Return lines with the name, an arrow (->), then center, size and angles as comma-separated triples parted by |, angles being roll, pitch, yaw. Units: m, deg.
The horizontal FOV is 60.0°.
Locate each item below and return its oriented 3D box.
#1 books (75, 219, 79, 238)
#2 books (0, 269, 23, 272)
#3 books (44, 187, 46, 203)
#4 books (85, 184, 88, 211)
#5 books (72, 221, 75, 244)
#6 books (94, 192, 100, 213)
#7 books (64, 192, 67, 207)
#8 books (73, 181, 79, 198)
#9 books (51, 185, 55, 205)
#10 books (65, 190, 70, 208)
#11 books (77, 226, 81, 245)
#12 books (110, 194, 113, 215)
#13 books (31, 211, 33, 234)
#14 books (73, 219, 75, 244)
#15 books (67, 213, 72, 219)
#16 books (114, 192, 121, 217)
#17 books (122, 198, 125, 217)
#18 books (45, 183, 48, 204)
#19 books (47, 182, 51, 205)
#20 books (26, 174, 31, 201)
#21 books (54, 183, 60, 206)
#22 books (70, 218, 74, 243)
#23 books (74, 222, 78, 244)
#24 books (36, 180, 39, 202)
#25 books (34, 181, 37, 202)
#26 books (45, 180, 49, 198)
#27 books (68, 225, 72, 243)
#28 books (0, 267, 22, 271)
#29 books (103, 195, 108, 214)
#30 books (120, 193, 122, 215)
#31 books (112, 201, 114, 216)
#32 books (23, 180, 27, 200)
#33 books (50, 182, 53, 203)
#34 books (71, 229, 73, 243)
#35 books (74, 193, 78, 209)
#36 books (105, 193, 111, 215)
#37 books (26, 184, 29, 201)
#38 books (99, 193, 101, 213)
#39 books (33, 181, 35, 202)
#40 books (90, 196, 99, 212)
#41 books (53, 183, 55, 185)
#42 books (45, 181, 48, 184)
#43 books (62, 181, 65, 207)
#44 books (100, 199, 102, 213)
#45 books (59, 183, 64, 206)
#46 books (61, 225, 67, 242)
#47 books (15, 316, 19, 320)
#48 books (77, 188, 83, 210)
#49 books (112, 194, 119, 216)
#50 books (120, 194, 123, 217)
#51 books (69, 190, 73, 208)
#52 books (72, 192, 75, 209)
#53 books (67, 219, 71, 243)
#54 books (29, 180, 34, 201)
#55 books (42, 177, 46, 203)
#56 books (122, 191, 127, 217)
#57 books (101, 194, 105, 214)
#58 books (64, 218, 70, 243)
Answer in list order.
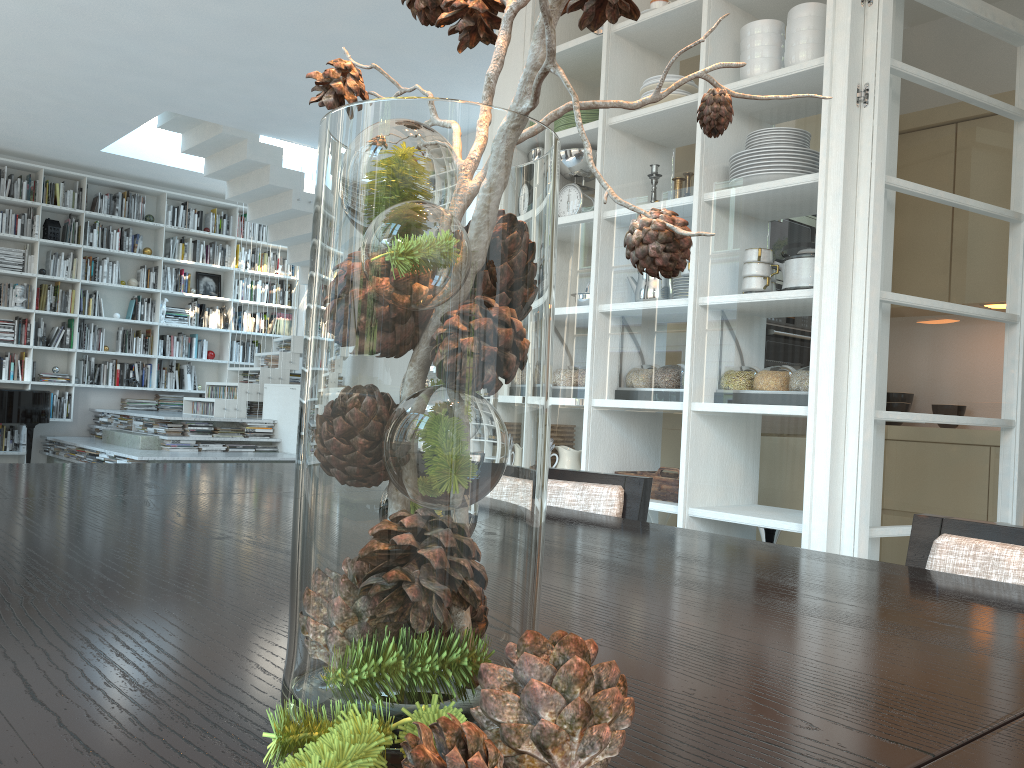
books -> -4.689, -1.619, 9.531 | 0.005, 0.292, 0.130 | 4, -1, -41
books -> -5.185, -1.161, 9.098 | 0.161, 0.012, 0.254 | 1, -2, 45
books -> -4.923, -1.955, 9.305 | 0.015, 0.192, 0.160 | 4, -1, -41
books -> -4.606, -1.987, 9.553 | 0.019, 0.304, 0.176 | 4, -1, -41
books -> -4.711, -1.603, 9.485 | 0.005, 0.255, 0.158 | 4, -1, -41
books -> -4.518, -1.949, 9.645 | 0.009, 0.244, 0.173 | 4, -1, -41
books -> -4.766, -1.937, 9.423 | 0.022, 0.180, 0.173 | 4, -1, -41
books -> -4.690, -2.005, 9.523 | 0.012, 0.329, 0.128 | 4, -1, -41
books -> -4.852, -1.970, 9.342 | 0.015, 0.233, 0.171 | 4, -1, -41
books -> -4.749, -1.946, 9.439 | 0.024, 0.201, 0.180 | 4, -1, -41
books -> -4.663, -1.579, 9.509 | 0.008, 0.213, 0.223 | 4, -2, -41
books -> -4.428, -1.948, 9.737 | 0.021, 0.256, 0.168 | 4, -1, -41
books -> -5.025, -1.647, 9.244 | 0.010, 0.299, 0.133 | 4, -1, -41
books -> -4.722, -1.620, 9.513 | 0.013, 0.289, 0.131 | 4, -1, -41
books -> -4.746, -1.647, 9.470 | 0.025, 0.339, 0.142 | 4, -1, -41
books -> -4.366, -1.961, 9.791 | 0.024, 0.292, 0.167 | 4, -1, -41
books -> -4.321, -1.928, 9.814 | 0.018, 0.231, 0.160 | 4, -1, -41
books -> -4.897, -1.977, 9.294 | 0.007, 0.239, 0.191 | 4, -1, -41
books -> -4.883, -1.986, 9.328 | 0.034, 0.261, 0.157 | 4, -1, -41
books -> -5.031, -2.021, 9.216 | 0.012, 0.308, 0.138 | 4, -1, -41
books -> -4.823, -1.978, 9.372 | 0.054, 0.254, 0.190 | 4, -1, -41
books -> -4.721, -1.621, 9.464 | 0.021, 0.288, 0.179 | 4, -1, -41
books -> -4.686, -1.598, 9.489 | 0.013, 0.248, 0.186 | 4, -1, -41
books -> -4.978, -1.991, 9.263 | 0.022, 0.257, 0.136 | 4, -1, -41
books -> -4.987, -1.983, 9.246 | 0.014, 0.238, 0.153 | 4, -1, -41
books -> -4.904, -1.996, 9.322 | 0.007, 0.279, 0.150 | 4, -1, -41
books -> -4.745, -1.586, 9.473 | 0.024, 0.217, 0.168 | 4, -1, -41
books -> -5.186, -1.174, 9.100 | 0.254, 0.012, 0.161 | 4, -2, -38
books -> -4.469, -1.936, 9.700 | 0.028, 0.226, 0.163 | 4, -1, -41
books -> -4.358, -1.962, 9.813 | 0.017, 0.295, 0.139 | 4, -1, -41
books -> -4.421, -1.914, 9.767 | 0.031, 0.190, 0.132 | 4, -1, -41
books -> -5.066, -1.986, 9.203 | 0.026, 0.233, 0.137 | 4, -1, -41
books -> -4.872, -1.985, 9.348 | 0.008, 0.262, 0.142 | 4, -1, -41
books -> -4.726, -1.582, 9.487 | 0.013, 0.210, 0.140 | 4, -1, -41
books -> -4.695, -1.938, 9.498 | 0.022, 0.194, 0.181 | 4, -1, -41
books -> -4.446, -1.949, 9.719 | 0.030, 0.255, 0.161 | 4, -1, -41
books -> -5.048, -1.970, 9.212 | 0.014, 0.204, 0.135 | 4, -1, -41
books -> -4.516, -1.949, 9.658 | 0.011, 0.244, 0.172 | 4, -1, -41
books -> -5.004, -1.986, 9.244 | 0.014, 0.244, 0.145 | 4, -1, -41
books -> -4.535, -1.931, 9.622 | 0.046, 0.206, 0.183 | 4, -1, -41
books -> -4.867, -1.985, 9.376 | 0.007, 0.264, 0.133 | 4, -1, -41
books -> -4.901, -1.987, 9.309 | 0.006, 0.259, 0.166 | 4, -1, -41
books -> -4.777, -1.996, 9.415 | 0.010, 0.297, 0.167 | 4, -1, -41
books -> -4.501, -1.917, 9.672 | 0.009, 0.183, 0.160 | 4, -1, -41
books -> -4.804, -1.986, 9.415 | 0.030, 0.274, 0.151 | 4, -1, -41
books -> -4.776, -1.587, 9.452 | 0.019, 0.214, 0.156 | 4, -1, -41
books -> -5.136, -0.550, 9.188 | 0.011, 0.299, 0.130 | 4, -1, -41
books -> -4.655, -1.965, 9.511 | 0.029, 0.253, 0.186 | 4, -1, -41
books -> -4.371, -1.945, 9.756 | 0.028, 0.258, 0.184 | 4, -1, -41
books -> -4.341, -1.955, 9.821 | 0.007, 0.285, 0.159 | 4, -1, -41
books -> -4.725, -1.950, 9.454 | 0.031, 0.213, 0.169 | 4, -1, -41
books -> -4.718, -1.944, 9.488 | 0.025, 0.203, 0.162 | 4, -1, -41
books -> -4.744, -1.614, 9.453 | 0.022, 0.272, 0.181 | 4, -1, -41
books -> -5.013, -1.987, 9.223 | 0.028, 0.244, 0.161 | 4, -1, -41
books -> -4.925, -2.008, 9.293 | 0.007, 0.298, 0.181 | 4, -1, -41
books -> -4.313, -1.968, 9.827 | 0.006, 0.312, 0.179 | 4, -1, -41
books -> -4.483, -1.939, 9.670 | 0.013, 0.229, 0.174 | 4, -1, -41
books -> -4.747, -1.615, 9.432 | 0.021, 0.272, 0.190 | 4, -1, -41
